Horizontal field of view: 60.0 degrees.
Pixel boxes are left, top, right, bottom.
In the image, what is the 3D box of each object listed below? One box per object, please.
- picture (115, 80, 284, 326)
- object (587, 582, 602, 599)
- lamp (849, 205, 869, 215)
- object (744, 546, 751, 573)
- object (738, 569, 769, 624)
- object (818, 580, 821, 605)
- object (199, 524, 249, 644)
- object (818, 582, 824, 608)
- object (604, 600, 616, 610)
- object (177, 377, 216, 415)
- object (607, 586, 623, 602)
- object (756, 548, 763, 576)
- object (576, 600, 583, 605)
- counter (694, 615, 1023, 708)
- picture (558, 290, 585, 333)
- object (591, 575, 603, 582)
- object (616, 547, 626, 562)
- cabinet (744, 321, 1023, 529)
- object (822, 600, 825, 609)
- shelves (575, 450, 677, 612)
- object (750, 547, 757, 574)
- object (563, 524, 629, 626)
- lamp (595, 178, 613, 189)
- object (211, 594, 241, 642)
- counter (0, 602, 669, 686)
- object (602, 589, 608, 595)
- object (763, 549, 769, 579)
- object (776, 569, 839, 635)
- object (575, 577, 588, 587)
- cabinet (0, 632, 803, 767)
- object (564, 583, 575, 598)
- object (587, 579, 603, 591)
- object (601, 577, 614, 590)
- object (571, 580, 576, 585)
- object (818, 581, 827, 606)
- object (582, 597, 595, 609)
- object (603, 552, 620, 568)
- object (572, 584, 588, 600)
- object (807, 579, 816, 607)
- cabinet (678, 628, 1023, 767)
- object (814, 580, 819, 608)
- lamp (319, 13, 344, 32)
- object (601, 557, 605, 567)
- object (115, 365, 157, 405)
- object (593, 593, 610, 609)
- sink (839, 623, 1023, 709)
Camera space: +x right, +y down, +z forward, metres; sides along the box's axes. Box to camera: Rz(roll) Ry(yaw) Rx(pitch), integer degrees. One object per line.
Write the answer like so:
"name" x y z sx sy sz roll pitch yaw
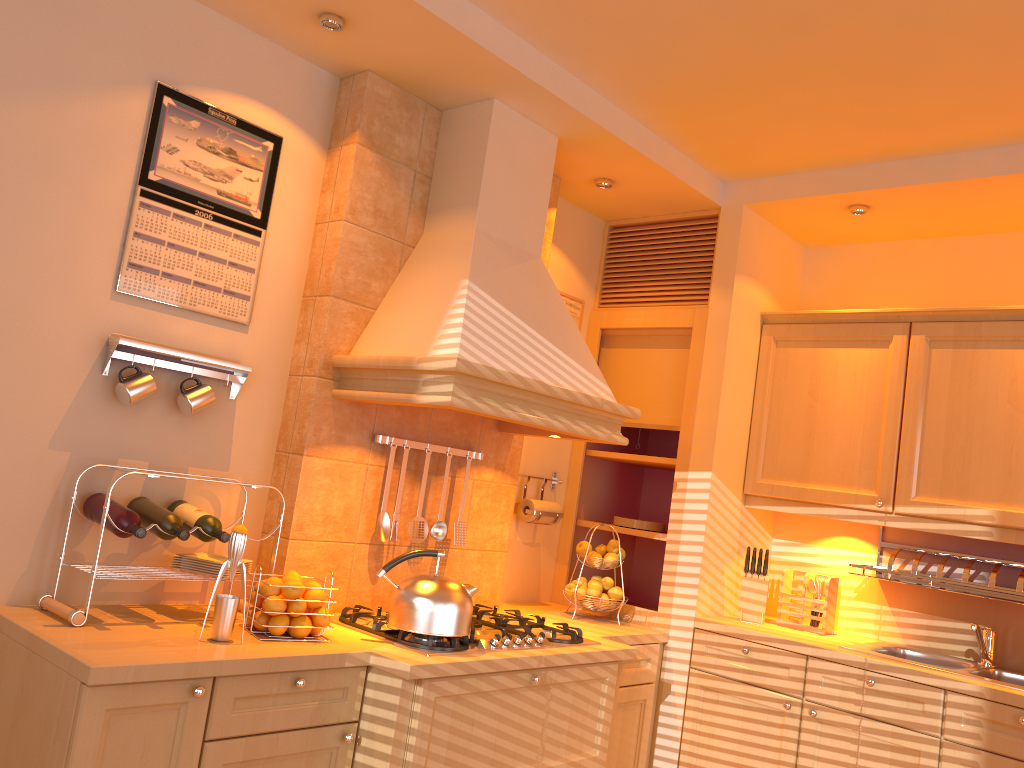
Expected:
"picture" -0.897 -0.513 2.594 0.009 0.605 0.417 3 -8 42
"object" 0.320 0.798 3.425 0.056 0.063 0.065 6 -7 18
"lamp" 1.340 -0.670 3.427 0.070 0.021 0.070 8 -6 3
"object" 0.930 0.780 3.531 0.019 0.265 0.037 8 -6 6
"object" 0.961 0.843 3.528 0.100 0.200 0.070 6 -7 16
"object" 1.204 0.875 3.507 0.023 0.196 0.018 14 -9 -43
"object" -0.710 0.489 2.199 0.101 0.288 0.088 3 -8 42
"object" 1.206 0.873 3.484 0.018 0.196 0.022 14 -9 -43
"object" 0.380 0.864 3.502 0.063 0.061 0.064 6 -7 20
"object" -0.901 0.038 2.537 0.066 0.111 0.103 4 -8 36
"object" 0.405 0.819 3.459 0.063 0.060 0.064 12 -7 -32
"object" 0.974 0.785 3.519 0.019 0.265 0.038 5 -7 25
"object" 0.272 0.859 3.529 0.046 0.043 0.047 8 -6 3
"counter" 1.560 0.993 3.008 1.800 0.038 0.600 3 -8 42
"picture" 0.168 -0.161 3.792 0.007 0.491 0.366 3 -8 42
"object" 0.339 0.785 3.535 0.051 0.048 0.050 10 -6 -14
"object" 0.426 0.684 3.558 0.058 0.060 0.057 11 -7 -26
"cabinet" 1.772 0.158 3.201 1.792 0.712 0.332 3 -8 42
"object" 1.223 0.885 3.489 0.044 0.178 0.019 6 -7 19
"shelves" 0.640 0.691 3.914 0.600 0.702 0.582 3 -8 42
"object" 0.951 0.782 3.525 0.019 0.265 0.038 5 -7 25
"object" 0.345 0.746 3.538 0.265 0.376 0.265 8 -6 1
"lamp" 0.367 -0.799 3.543 0.070 0.021 0.070 5 -7 25
"object" -0.713 0.581 2.200 0.060 0.106 0.060 7 -6 10
"counter" -0.286 0.779 2.766 0.770 0.038 2.250 3 -8 42
"object" 0.380 0.821 3.540 0.057 0.059 0.058 8 -6 6
"object" 0.996 0.787 3.512 0.019 0.265 0.037 5 -7 25
"object" 1.180 0.866 3.542 0.200 0.221 0.103 3 -9 42
"object" 0.279 0.795 3.519 0.055 0.058 0.056 10 -6 -12
"cabinet" -0.015 1.270 2.814 1.141 0.840 2.850 3 -8 42
"object" 0.236 0.821 3.521 0.056 0.057 0.053 6 -7 19
"object" 0.327 0.797 3.481 0.063 0.061 0.063 6 -7 16
"object" 0.375 0.783 3.481 0.049 0.052 0.050 14 -8 -40
"object" 0.260 0.822 3.611 0.046 0.047 0.044 11 -7 -27
"object" 1.219 0.876 3.518 0.042 0.192 0.040 8 -6 2
"object" 0.301 0.854 3.485 0.052 0.056 0.057 8 -6 5
"object" 0.393 0.697 3.511 0.064 0.063 0.063 12 -7 -31
"object" 0.265 0.811 3.462 0.063 0.063 0.063 13 -8 -36
"object" 1.179 0.867 3.490 0.042 0.192 0.040 8 -6 3
"cabinet" 1.984 1.098 2.587 3.000 1.700 0.625 3 -8 42
"object" 1.195 0.872 3.487 0.020 0.196 0.017 11 -7 -22
"lamp" -0.519 -1.038 2.550 0.070 0.021 0.070 5 -7 25
"object" 0.380 0.708 3.572 0.058 0.059 0.058 10 -7 -16
"object" -1.018 0.006 2.406 0.066 0.111 0.103 4 -8 36
"object" 0.347 0.843 3.448 0.064 0.062 0.064 5 -7 29
"sink" 1.560 0.979 3.007 0.746 0.336 0.465 3 -8 42
